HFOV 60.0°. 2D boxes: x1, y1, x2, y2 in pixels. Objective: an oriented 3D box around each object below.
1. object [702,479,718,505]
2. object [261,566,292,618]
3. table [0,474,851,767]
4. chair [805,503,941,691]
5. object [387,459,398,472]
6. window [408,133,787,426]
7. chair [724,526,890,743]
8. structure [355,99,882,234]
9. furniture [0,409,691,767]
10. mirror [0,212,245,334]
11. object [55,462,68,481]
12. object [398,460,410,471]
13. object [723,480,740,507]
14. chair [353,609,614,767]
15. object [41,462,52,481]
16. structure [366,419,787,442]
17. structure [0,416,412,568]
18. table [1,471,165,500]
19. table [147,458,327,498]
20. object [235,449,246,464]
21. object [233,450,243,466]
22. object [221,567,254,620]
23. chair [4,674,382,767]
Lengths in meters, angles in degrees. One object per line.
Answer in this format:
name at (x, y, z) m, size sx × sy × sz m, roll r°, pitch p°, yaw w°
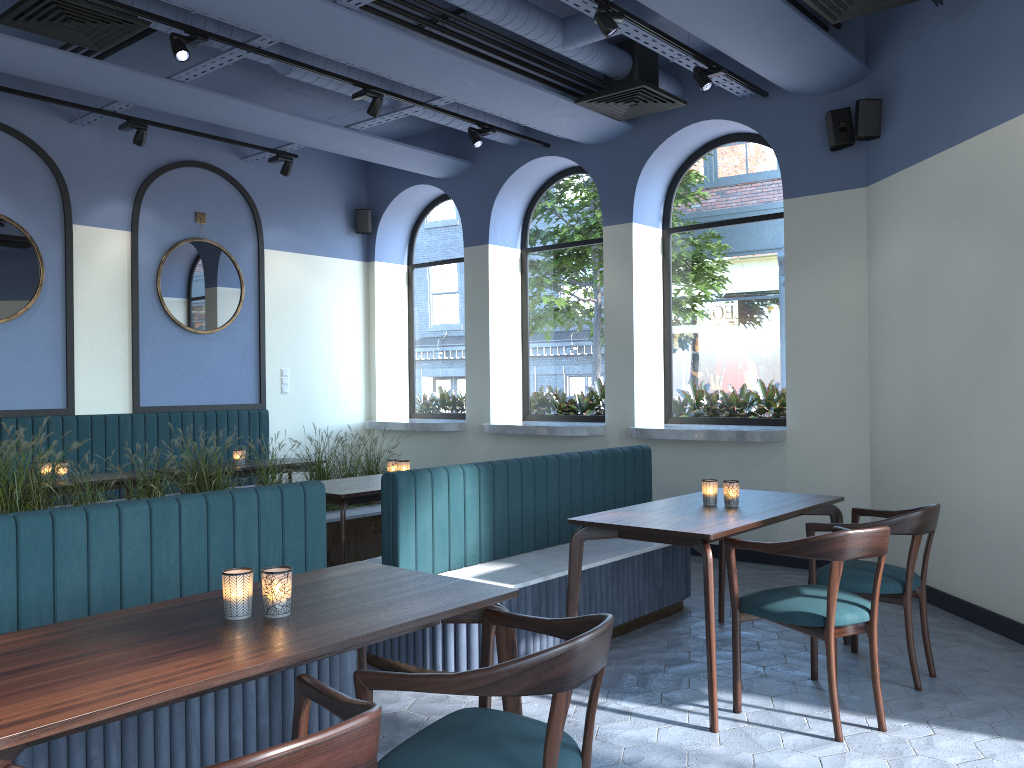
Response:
object at (0.957, 0.524, 4.290) m, size 0.078 × 0.120 × 0.078 m, roll -1°, pitch 0°, yaw -33°
object at (-0.605, 0.536, 2.285) m, size 0.078 × 0.120 × 0.078 m, roll -1°, pitch 0°, yaw 23°
table at (-1.737, 0.985, 1.638) m, size 3.997 × 0.755 × 9.778 m, roll -1°, pitch 0°, yaw 24°
chair at (1.676, 0.934, 4.071) m, size 0.525 × 0.793 × 0.618 m, roll -1°, pitch 0°, yaw 40°
object at (-0.765, 0.548, 5.703) m, size 0.078 × 0.120 × 0.078 m, roll -1°, pitch 0°, yaw -33°
window at (0.702, -0.850, 2.642) m, size 3.897 × 2.394 × 14.212 m, roll -1°, pitch 0°, yaw 1°
chair at (1.232, 0.938, 3.547) m, size 0.618 × 0.793 × 0.525 m, roll -1°, pitch 0°, yaw -26°
structure at (-2.823, -1.709, 2.824) m, size 7.261 × 0.268 × 13.143 m, roll -1°, pitch 0°, yaw 23°
furniture at (-2.104, 0.802, 5.101) m, size 4.703 × 1.150 × 4.800 m, roll -1°, pitch 0°, yaw 40°
mirror at (-3.907, -0.985, 6.613) m, size 0.026 × 1.089 × 4.357 m, roll -1°, pitch 0°, yaw 40°
object at (-2.972, 0.575, 5.847) m, size 0.078 × 0.120 × 0.078 m, roll -1°, pitch 0°, yaw 23°
object at (-0.687, 0.547, 5.644) m, size 0.078 × 0.120 × 0.078 m, roll -1°, pitch 0°, yaw -33°
object at (1.047, 0.523, 4.235) m, size 0.078 × 0.120 × 0.078 m, roll -1°, pitch 0°, yaw -33°
chair at (-0.021, 0.949, 2.133) m, size 0.525 × 0.793 × 0.618 m, roll -1°, pitch 0°, yaw 26°
object at (-3.069, 0.576, 5.834) m, size 0.078 × 0.120 × 0.078 m, roll -1°, pitch 0°, yaw 23°
structure at (0.496, 0.379, 2.624) m, size 4.315 × 0.080 × 14.155 m, roll -1°, pitch 0°, yaw 1°
structure at (-2.364, 0.777, 5.322) m, size 1.143 × 1.207 × 4.878 m, roll -1°, pitch 0°, yaw 42°
table at (-3.006, 1.012, 5.830) m, size 0.548 × 0.755 × 1.332 m, roll -1°, pitch 0°, yaw 40°
table at (-2.103, 1.005, 6.899) m, size 0.548 × 0.755 × 1.332 m, roll -1°, pitch 0°, yaw 40°
object at (-2.121, 0.568, 6.929) m, size 0.078 × 0.120 × 0.078 m, roll -1°, pitch 0°, yaw 23°
object at (-2.108, 0.568, 6.832) m, size 0.078 × 0.120 × 0.078 m, roll -1°, pitch 0°, yaw 23°
object at (-0.702, 0.538, 2.272) m, size 0.078 × 0.120 × 0.078 m, roll -1°, pitch 0°, yaw 23°
chair at (-0.490, 0.953, 1.581) m, size 0.525 × 0.793 × 0.618 m, roll -1°, pitch 0°, yaw 40°
